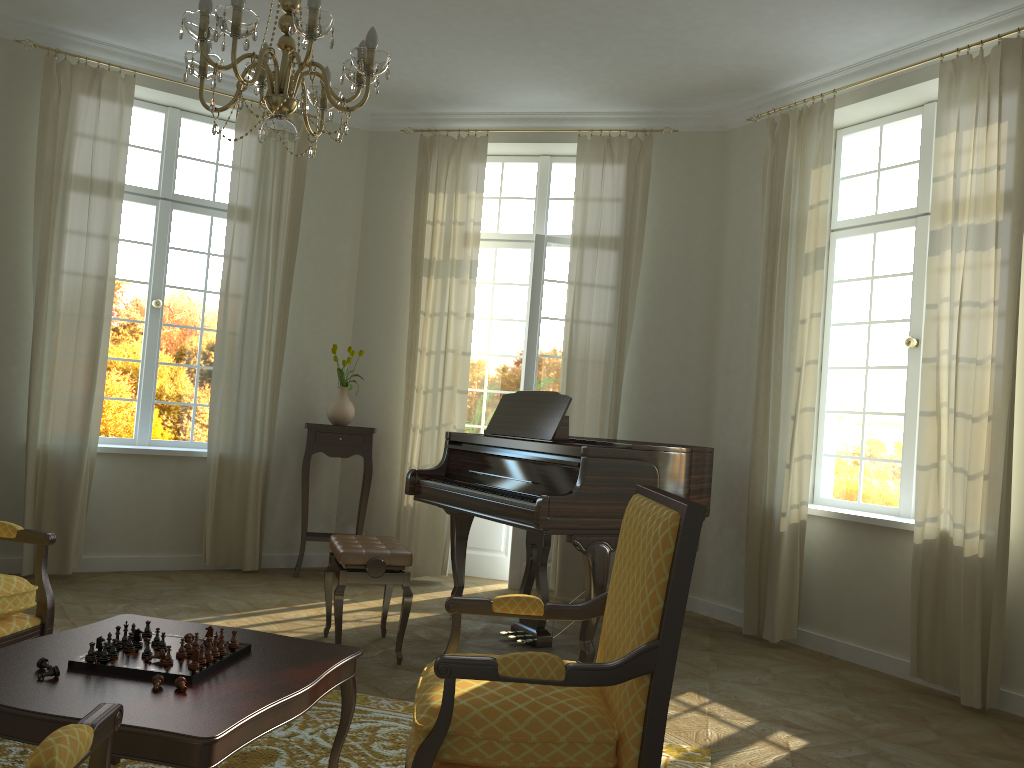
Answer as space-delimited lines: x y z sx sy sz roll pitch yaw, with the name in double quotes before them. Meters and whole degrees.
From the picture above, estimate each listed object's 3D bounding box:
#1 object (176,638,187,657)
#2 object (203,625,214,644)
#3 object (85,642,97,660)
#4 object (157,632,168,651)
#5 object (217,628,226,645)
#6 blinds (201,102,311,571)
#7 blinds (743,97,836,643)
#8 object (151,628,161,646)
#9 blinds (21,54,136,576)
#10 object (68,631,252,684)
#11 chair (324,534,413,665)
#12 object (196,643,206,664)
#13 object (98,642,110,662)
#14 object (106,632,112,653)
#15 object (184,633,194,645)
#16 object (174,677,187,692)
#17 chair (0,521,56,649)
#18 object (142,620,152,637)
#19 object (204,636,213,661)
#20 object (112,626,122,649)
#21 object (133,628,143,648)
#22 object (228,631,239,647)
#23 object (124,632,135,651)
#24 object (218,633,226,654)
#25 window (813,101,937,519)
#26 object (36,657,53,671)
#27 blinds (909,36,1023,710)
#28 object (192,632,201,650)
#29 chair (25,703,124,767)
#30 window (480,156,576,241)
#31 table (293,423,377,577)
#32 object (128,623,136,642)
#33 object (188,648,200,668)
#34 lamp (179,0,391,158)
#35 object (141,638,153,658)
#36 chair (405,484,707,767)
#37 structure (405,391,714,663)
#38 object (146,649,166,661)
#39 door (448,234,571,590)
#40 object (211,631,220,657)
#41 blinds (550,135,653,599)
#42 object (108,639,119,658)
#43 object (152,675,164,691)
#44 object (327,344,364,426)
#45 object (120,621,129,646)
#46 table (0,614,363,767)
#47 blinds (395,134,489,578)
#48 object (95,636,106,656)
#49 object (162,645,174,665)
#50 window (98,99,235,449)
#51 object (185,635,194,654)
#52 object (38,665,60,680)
"object" -0.938 0.748 2.522 0.030 0.050 0.030 6 -3 -29
"object" -0.915 0.755 2.677 0.030 0.052 0.030 6 -3 -29
"object" -1.152 0.730 2.430 0.030 0.044 0.030 6 -3 -29
"object" -1.011 0.744 2.569 0.030 0.050 0.030 6 -3 -29
"object" -0.875 0.759 2.671 0.030 0.050 0.030 6 -3 -29
"blinds" -1.900 -0.334 6.520 0.552 3.381 0.159 6 -3 -29
"blinds" 1.695 -0.094 5.618 0.162 3.384 0.554 6 -3 -26
"object" -1.046 0.744 2.614 0.030 0.050 0.030 6 -3 -29
"blinds" -2.927 -0.446 5.827 0.554 3.385 0.162 6 -3 -26
"object" -0.996 0.779 2.546 0.360 0.021 0.360 4 -2 8
"chair" -0.769 1.110 4.648 0.385 0.563 0.638 5 -3 -17
"object" -0.864 0.749 2.468 0.030 0.055 0.030 6 -3 -29
"object" -1.112 0.730 2.424 0.030 0.050 0.030 6 -3 -29
"object" -1.140 0.729 2.509 0.030 0.055 0.030 6 -3 -29
"object" -0.959 0.761 2.638 0.030 0.030 0.052 6 -3 -25
"object" -0.851 0.775 2.289 0.030 0.030 0.047 6 -3 -39
"chair" -2.139 0.655 2.717 0.680 1.083 1.389 4 -2 13
"object" -1.112 0.745 2.706 0.030 0.044 0.030 6 -3 -29
"object" -0.858 0.747 2.508 0.030 0.064 0.030 6 -3 -29
"object" -1.134 0.727 2.549 0.030 0.064 0.030 6 -3 -29
"object" -1.088 0.738 2.582 0.030 0.052 0.030 3 -3 31
"object" -0.836 0.765 2.666 0.030 0.044 0.030 6 -3 -29
"object" -1.095 0.737 2.542 0.030 0.050 0.030 6 -3 -29
"object" -0.847 0.755 2.587 0.030 0.055 0.030 6 -3 -29
"window" 2.461 -0.458 5.373 0.181 2.550 1.400 6 -3 -32
"object" -1.240 0.748 2.367 0.052 0.030 0.030 3 -3 24
"blinds" 2.391 -0.082 4.586 0.159 3.381 0.552 6 -3 -29
"object" -0.925 0.752 2.596 0.030 0.050 0.030 6 -3 -29
"chair" -1.034 0.680 1.278 0.730 1.083 0.671 5 -2 -5
"window" 0.245 -1.486 7.109 1.380 0.680 0.055 4 -2 13
"table" -1.336 0.871 6.673 0.522 1.114 0.344 5 -2 -12
"object" -1.123 0.736 2.627 0.030 0.055 0.030 6 -3 -29
"object" -0.869 0.748 2.429 0.030 0.052 0.030 6 -3 -29
"lamp" -0.728 -1.553 3.006 0.661 1.466 0.662 5 -3 -17
"object" -1.023 0.740 2.492 0.030 0.050 0.030 6 -3 -29
"chair" 0.069 0.813 2.378 0.671 1.083 0.730 5 -2 -2
"structure" 0.514 0.798 5.310 1.856 1.439 1.514 6 -3 -32
"object" -0.988 0.751 2.459 0.052 0.030 0.030 6 -3 -30
"door" 0.072 0.201 6.857 1.385 2.690 0.425 4 -2 14
"object" -0.852 0.746 2.547 0.030 0.069 0.030 6 -3 -29
"blinds" 0.624 -0.143 6.413 0.554 3.386 0.162 4 -2 8
"object" -1.106 0.733 2.463 0.030 0.050 0.030 6 -3 -29
"object" -0.914 0.770 2.287 0.030 0.030 0.052 5 -3 -20
"object" -1.272 0.013 6.707 0.242 0.609 0.264 3 -3 38
"object" -1.128 0.726 2.588 0.030 0.069 0.030 6 -3 -29
"table" -1.017 1.034 2.496 0.922 0.494 0.932 4 -3 15
"blinds" -0.572 -0.218 6.749 0.552 3.386 0.159 4 -2 10
"object" -1.146 0.728 2.469 0.030 0.052 0.030 6 -3 -29
"object" -0.945 0.744 2.439 0.030 0.050 0.030 6 -3 -29
"window" -2.625 -0.804 6.585 1.400 2.550 0.181 6 -3 -32
"object" -0.931 0.750 2.559 0.030 0.050 0.030 6 -3 -29
"object" -1.201 0.748 2.300 0.030 0.030 0.052 2 -3 41
